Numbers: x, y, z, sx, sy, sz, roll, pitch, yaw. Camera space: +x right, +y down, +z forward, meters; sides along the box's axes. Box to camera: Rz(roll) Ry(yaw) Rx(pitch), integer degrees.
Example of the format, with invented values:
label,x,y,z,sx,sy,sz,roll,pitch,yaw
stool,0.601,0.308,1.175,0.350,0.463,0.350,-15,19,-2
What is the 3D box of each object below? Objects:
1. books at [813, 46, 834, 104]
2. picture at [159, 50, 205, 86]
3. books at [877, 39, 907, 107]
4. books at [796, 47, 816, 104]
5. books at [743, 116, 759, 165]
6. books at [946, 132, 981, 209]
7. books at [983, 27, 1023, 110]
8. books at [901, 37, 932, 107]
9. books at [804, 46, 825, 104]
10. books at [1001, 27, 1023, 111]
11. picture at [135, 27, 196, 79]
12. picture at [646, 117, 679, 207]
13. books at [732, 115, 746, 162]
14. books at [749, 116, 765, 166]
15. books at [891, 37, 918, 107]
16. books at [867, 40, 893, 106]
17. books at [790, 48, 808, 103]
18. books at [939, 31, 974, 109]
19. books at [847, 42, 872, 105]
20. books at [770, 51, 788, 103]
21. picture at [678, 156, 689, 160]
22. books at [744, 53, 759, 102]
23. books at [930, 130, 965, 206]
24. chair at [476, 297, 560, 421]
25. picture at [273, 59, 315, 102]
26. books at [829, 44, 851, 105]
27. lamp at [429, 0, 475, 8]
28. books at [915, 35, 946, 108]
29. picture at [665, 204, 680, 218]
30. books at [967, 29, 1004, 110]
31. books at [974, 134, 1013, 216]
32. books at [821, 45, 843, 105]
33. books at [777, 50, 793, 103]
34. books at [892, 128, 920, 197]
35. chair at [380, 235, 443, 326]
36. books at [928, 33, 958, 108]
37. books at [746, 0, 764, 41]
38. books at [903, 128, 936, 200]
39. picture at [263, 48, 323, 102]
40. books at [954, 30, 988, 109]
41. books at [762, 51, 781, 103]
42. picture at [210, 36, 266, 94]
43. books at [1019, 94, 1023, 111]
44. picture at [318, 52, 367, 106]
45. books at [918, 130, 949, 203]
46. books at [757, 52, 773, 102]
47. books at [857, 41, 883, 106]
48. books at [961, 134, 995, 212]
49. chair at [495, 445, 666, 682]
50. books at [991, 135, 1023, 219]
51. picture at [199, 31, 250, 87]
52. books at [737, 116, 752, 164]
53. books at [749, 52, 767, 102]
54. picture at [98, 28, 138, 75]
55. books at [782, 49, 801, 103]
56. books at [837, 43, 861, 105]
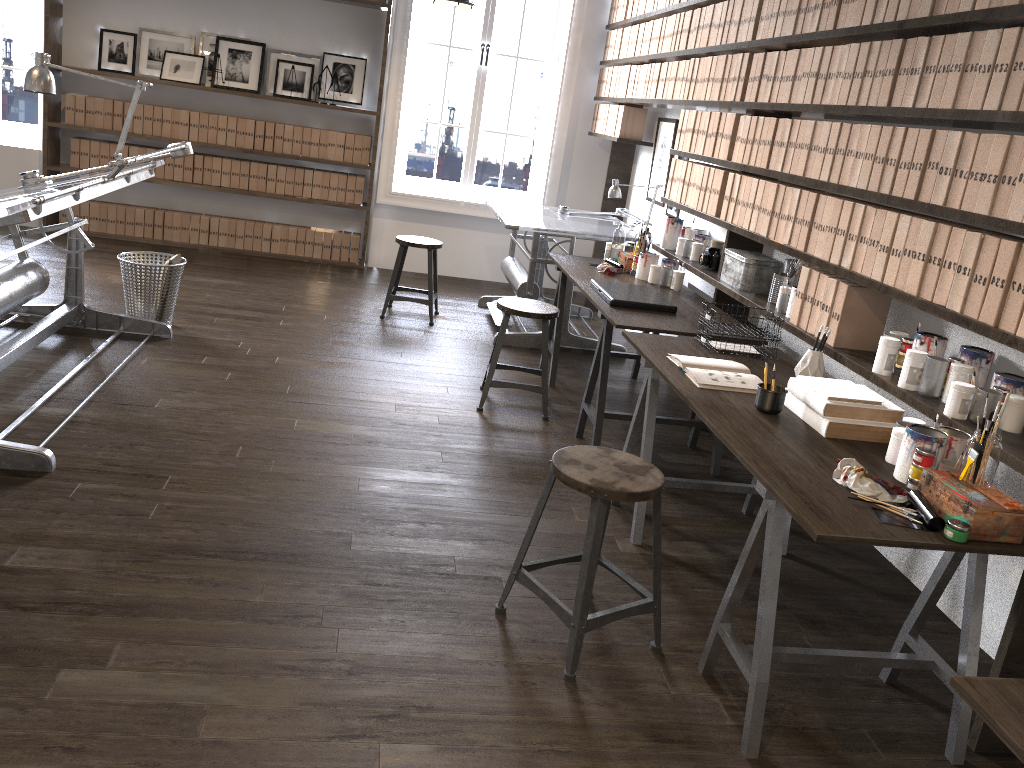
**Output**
label,x,y,z,sx,sy,sz,roll,pitch,yaw
books,1.272,-1.168,3.402,0.174,0.223,0.067,6,15,-9
picture,-2.535,-2.430,6.816,0.299,0.226,0.146,6,16,-9
books,1.331,-1.014,2.936,0.174,0.223,0.068,6,15,-10
books,1.252,-1.213,3.538,0.174,0.223,0.067,6,15,-9
books,1.155,-1.083,4.001,0.174,0.223,0.068,6,15,-9
books,1.361,-0.592,2.527,0.174,0.223,0.067,6,15,-9
books,1.403,-0.837,2.404,0.174,0.223,0.068,6,15,-9
books,1.351,-0.967,2.797,0.174,0.223,0.067,6,15,-9
books,1.259,-1.191,3.469,0.174,0.223,0.068,6,15,-10
books,1.416,-0.814,2.338,0.174,0.223,0.067,6,15,-10
picture,-2.680,-2.535,6.847,0.415,0.361,0.084,6,15,-9
picture,1.020,-1.513,6.021,0.040,0.567,0.421,6,16,-10
books,1.140,-1.129,4.140,0.174,0.223,0.067,6,15,-10
books,1.168,-1.063,3.941,0.174,0.223,0.067,6,15,-10
books,1.346,-0.989,2.866,0.174,0.223,0.067,6,15,-9
books,1.327,-1.037,3.008,0.174,0.223,0.067,6,15,-9
books,1.245,-1.233,3.599,0.174,0.223,0.067,6,15,-9
books,1.376,-0.901,2.597,0.174,0.223,0.068,6,15,-9
books,1.304,-1.078,3.130,0.174,0.223,0.068,6,15,-9
books,1.220,-1.298,3.795,0.174,0.223,0.067,6,15,-9
picture,1.092,-1.433,5.610,0.022,0.281,0.204,6,16,-10
books,1.183,-1.390,4.073,0.174,0.223,0.067,6,15,-10
books,1.347,-0.615,2.594,0.174,0.223,0.067,6,15,-10
chair,0.042,-0.139,4.424,0.358,0.521,0.376,8,15,-1
picture,-1.718,-2.390,6.977,0.289,0.287,0.129,6,15,-9
books,1.288,-1.124,3.269,0.174,0.223,0.067,6,15,-10
lamp,-0.227,-3.493,5.376,0.312,2.224,0.315,0,17,-29
books,1.364,-0.944,2.730,0.174,0.223,0.067,6,15,-10
picture,1.047,-1.159,5.693,0.023,0.181,0.254,6,16,-10
books,1.396,-0.860,2.474,0.174,0.223,0.067,6,15,-10
books,1.373,-0.549,2.394,0.174,0.223,0.068,6,15,-10
books,1.283,-1.146,3.336,0.174,0.223,0.067,6,15,-9
books,1.229,-1.276,3.727,0.174,0.223,0.067,6,15,-9
books,1.324,-0.684,2.805,0.174,0.223,0.067,6,15,-10
chair,-0.647,-0.698,5.881,0.358,0.521,0.376,8,15,-1
books,1.373,-0.922,2.662,0.174,0.223,0.067,6,15,-10
books,1.203,-1.688,4.114,0.174,0.223,0.068,6,15,-10
books,1.328,-0.661,2.733,0.174,0.223,0.068,6,15,-9
picture,-1.730,-2.437,7.006,0.433,0.356,0.096,6,15,-9
books,1.389,-0.880,2.534,0.174,0.223,0.067,6,15,-10
books,1.207,-1.321,3.862,0.174,0.223,0.067,6,15,-10
picture,-2.127,-2.478,6.887,0.373,0.386,0.151,6,15,-9
books,1.427,-0.792,2.271,0.174,0.223,0.067,6,15,-10
picture,-1.343,-2.423,7.032,0.343,0.360,0.163,6,15,-9
books,1.343,-0.637,2.662,0.174,0.223,0.067,6,15,-10
books,1.202,-1.343,3.930,0.174,0.223,0.067,6,15,-10
books,1.316,-1.058,3.070,0.174,0.223,0.067,6,15,-10
books,1.370,-0.570,2.459,0.174,0.223,0.067,6,15,-9
chair,0.229,0.481,2.528,0.359,0.521,0.376,-2,19,-35
books,1.386,-0.527,2.331,0.174,0.223,0.067,6,15,-9
picture,-2.256,-2.513,6.915,0.369,0.401,0.092,6,15,-9
books,1.146,-1.106,4.070,0.174,0.223,0.067,6,15,-10
books,1.187,-1.368,4.001,0.174,0.223,0.068,6,15,-9
picture,-3.034,-2.553,6.813,0.266,0.311,0.059,6,15,-9
books,1.232,-1.255,3.662,0.174,0.223,0.068,6,15,-10
books,1.294,-1.101,3.199,0.174,0.223,0.067,6,15,-10
